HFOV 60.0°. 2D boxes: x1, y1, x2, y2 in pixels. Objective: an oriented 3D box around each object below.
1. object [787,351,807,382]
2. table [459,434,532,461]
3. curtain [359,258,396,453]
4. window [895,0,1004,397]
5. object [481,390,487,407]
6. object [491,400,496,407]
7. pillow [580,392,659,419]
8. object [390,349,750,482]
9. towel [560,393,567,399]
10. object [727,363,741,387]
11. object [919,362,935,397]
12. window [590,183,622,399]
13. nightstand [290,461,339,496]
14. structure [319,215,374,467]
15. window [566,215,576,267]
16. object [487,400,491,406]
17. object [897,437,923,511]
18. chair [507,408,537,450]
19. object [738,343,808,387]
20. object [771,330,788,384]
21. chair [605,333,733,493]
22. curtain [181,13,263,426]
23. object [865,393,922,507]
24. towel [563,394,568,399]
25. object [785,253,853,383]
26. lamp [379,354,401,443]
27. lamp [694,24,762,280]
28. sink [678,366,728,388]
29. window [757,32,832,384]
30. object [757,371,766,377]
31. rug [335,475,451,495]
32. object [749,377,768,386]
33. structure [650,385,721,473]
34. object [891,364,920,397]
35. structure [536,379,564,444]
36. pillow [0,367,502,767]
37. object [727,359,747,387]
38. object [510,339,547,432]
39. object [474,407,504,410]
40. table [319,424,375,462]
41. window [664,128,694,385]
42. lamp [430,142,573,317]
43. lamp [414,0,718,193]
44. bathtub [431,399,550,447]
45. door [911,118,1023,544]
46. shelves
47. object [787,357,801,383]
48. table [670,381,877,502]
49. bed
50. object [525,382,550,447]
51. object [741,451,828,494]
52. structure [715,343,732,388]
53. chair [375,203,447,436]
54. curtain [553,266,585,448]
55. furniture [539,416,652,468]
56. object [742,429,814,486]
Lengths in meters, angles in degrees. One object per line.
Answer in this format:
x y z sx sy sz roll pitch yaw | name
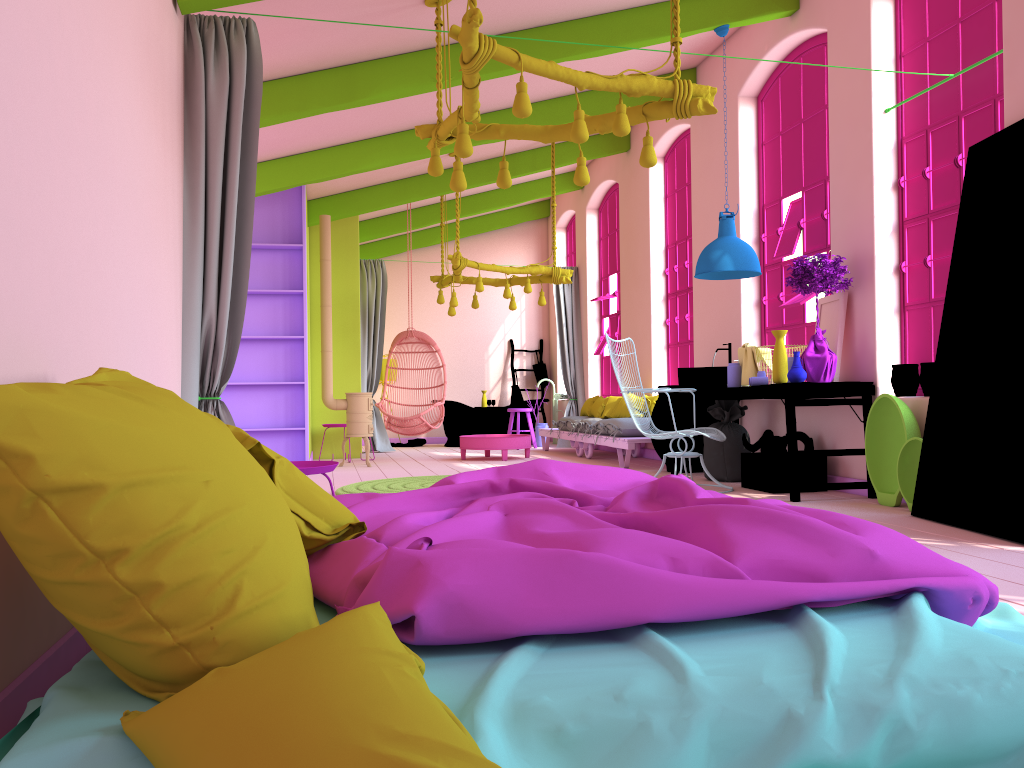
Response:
1.998 -0.118 6.222 0.132 0.219 0.132 -1 -1 5 | object
-0.201 0.776 10.874 0.885 0.285 0.885 -1 -1 14 | table
-1.995 -0.431 12.667 0.518 2.785 0.525 -1 0 -31 | curtain
2.869 -1.432 5.682 0.072 3.047 1.275 -1 0 -12 | window
-0.439 0.263 14.027 0.097 0.321 0.097 -1 0 -1 | object
-0.294 0.334 14.055 0.069 0.170 0.069 -1 0 8 | object
1.264 0.283 10.978 0.578 0.399 1.997 -1 -1 -12 | pillow
-0.025 0.133 11.098 2.827 1.580 7.866 -1 -1 -11 | object
0.914 0.199 14.452 0.262 0.102 0.247 -1 -1 -11 | towel
1.830 -0.072 7.300 0.109 0.197 0.109 -1 -1 -20 | object
2.750 -0.029 5.769 0.182 0.222 0.182 0 -1 -29 | object
1.459 -1.287 12.368 0.551 3.009 1.514 -1 0 -12 | window
-1.058 0.580 3.881 0.596 0.458 0.596 -1 -1 26 | nightstand
-1.841 -0.478 10.041 0.577 2.814 0.403 -1 0 5 | structure
1.064 -1.259 14.235 0.072 3.047 1.275 -1 0 -12 | window
-0.358 0.332 13.875 0.069 0.170 0.069 -1 0 8 | object
2.530 0.555 5.451 0.137 0.462 0.284 -1 -1 -27 | object
0.099 0.658 13.037 0.472 0.593 0.446 0 -1 -43 | chair
2.076 -0.160 7.171 0.444 0.369 0.633 -1 -1 -12 | object
1.937 -0.195 6.413 0.116 0.383 0.116 -1 0 -38 | object
1.259 0.217 6.983 0.925 1.238 1.078 -1 -1 23 | chair
-1.501 -0.567 4.495 0.518 2.785 0.525 -1 0 -31 | curtain
2.532 0.427 5.788 0.218 0.733 0.451 -1 -1 -12 | object
0.970 0.193 14.190 0.247 0.102 0.262 0 -1 -21 | towel
2.206 -0.477 6.416 0.502 0.950 0.441 -1 -1 38 | object
-2.094 0.255 14.350 0.491 1.466 0.476 -1 0 18 | lamp
1.712 -1.868 7.103 0.529 2.002 0.529 -1 0 20 | lamp
1.696 -0.062 7.779 0.340 0.194 0.609 -1 -1 -12 | sink
2.478 -1.385 7.560 0.492 3.003 1.497 -1 0 -12 | window
1.953 -0.041 6.939 0.065 0.118 0.065 -1 -1 37 | object
-0.439 0.834 7.087 1.888 0.050 1.889 0 -1 -24 | rug
1.907 -0.018 6.862 0.137 0.076 0.076 -1 -1 8 | object
1.693 0.434 8.654 0.718 0.845 0.718 0 -1 -44 | structure
2.688 -0.023 6.060 0.182 0.222 0.182 0 -1 -34 | object
0.650 0.443 14.266 0.451 1.061 0.254 -1 0 32 | structure
-0.728 0.360 2.113 0.848 0.822 2.618 -1 -1 -22 | pillow
1.948 -0.092 7.594 0.165 0.250 0.411 -1 -1 23 | object
0.286 0.112 14.961 0.603 1.764 0.410 -1 0 -12 | object
-0.365 0.396 14.073 0.360 0.068 1.323 -1 -1 -12 | object
-2.021 0.714 10.851 0.596 0.458 0.596 -1 -1 26 | table
1.965 -1.345 9.967 0.072 3.047 1.275 -1 0 -12 | window
-0.374 -1.949 10.824 1.610 2.264 1.776 0 -1 -30 | lamp
0.042 -2.247 5.249 1.610 2.264 1.776 0 -1 -30 | lamp
-0.330 0.607 14.078 1.889 0.740 0.826 -1 -1 -12 | bathtub
2.600 -0.326 4.716 0.450 2.211 1.153 -1 0 -2 | door
-3.033 -0.610 9.035 1.841 3.104 0.384 -1 0 -12 | shelves
2.073 -0.098 6.512 0.109 0.197 0.109 -1 -1 25 | object
2.004 0.414 7.177 0.655 0.820 2.193 -1 -1 -12 | table
0.287 0.517 2.588 2.802 0.514 3.577 -1 -1 -12 | bed
0.417 0.460 13.456 0.451 0.987 0.277 -1 0 32 | object
2.097 0.678 6.865 0.446 0.277 0.522 -1 -1 -12 | object
1.872 -0.162 7.843 0.166 0.396 0.087 -1 0 -2 | structure
-1.268 -0.918 11.024 0.860 3.129 0.806 -1 0 8 | chair
0.883 -0.405 13.265 0.518 2.785 0.525 -1 0 7 | curtain
1.121 0.647 10.861 0.907 0.507 3.776 -1 -1 -12 | furniture
2.097 0.587 7.014 0.300 0.448 0.672 0 -1 -36 | object
